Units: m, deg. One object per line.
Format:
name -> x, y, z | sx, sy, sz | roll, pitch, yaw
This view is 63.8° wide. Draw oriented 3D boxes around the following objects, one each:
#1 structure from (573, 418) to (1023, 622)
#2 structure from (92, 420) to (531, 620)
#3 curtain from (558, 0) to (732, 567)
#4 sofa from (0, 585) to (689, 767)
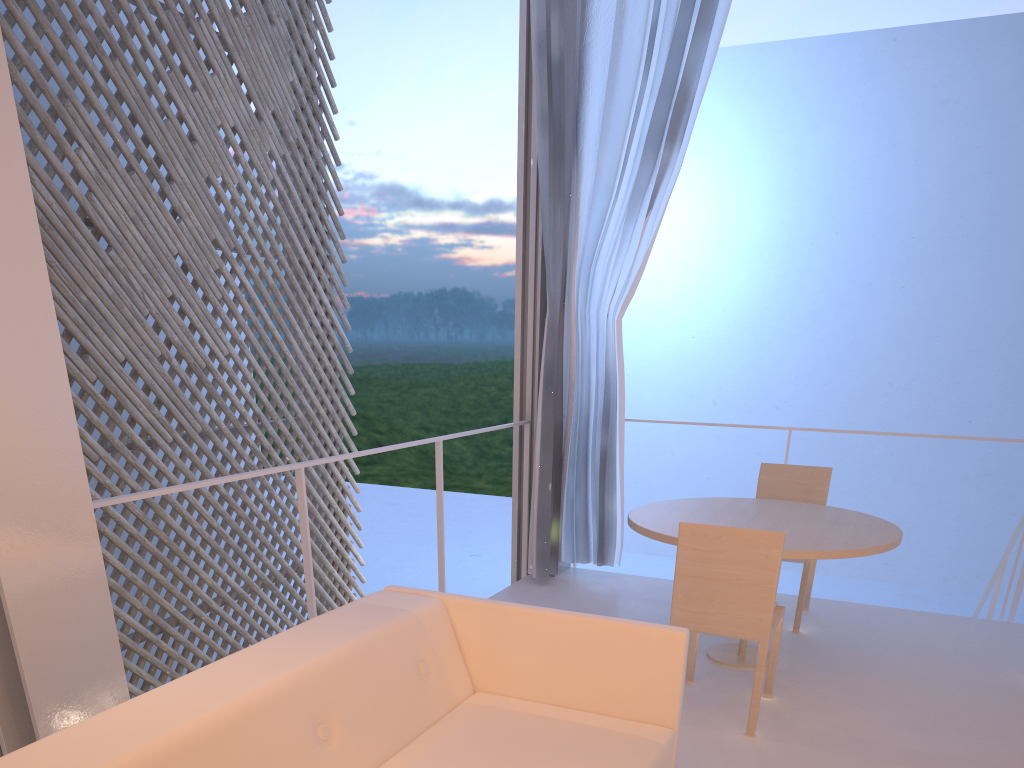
structure -> 1.124, 1.025, 3.354 | 1.338, 1.969, 1.322 | 8, 17, 23
structure -> -0.302, 0.439, 1.967 | 0.027, 0.609, 1.583 | 11, 9, 26
curtain -> 0.404, -0.648, 2.156 | 0.507, 2.659, 0.087 | 7, 22, 17
sofa -> -0.179, 0.544, 0.917 | 0.490, 0.405, 0.916 | 6, 8, 25
